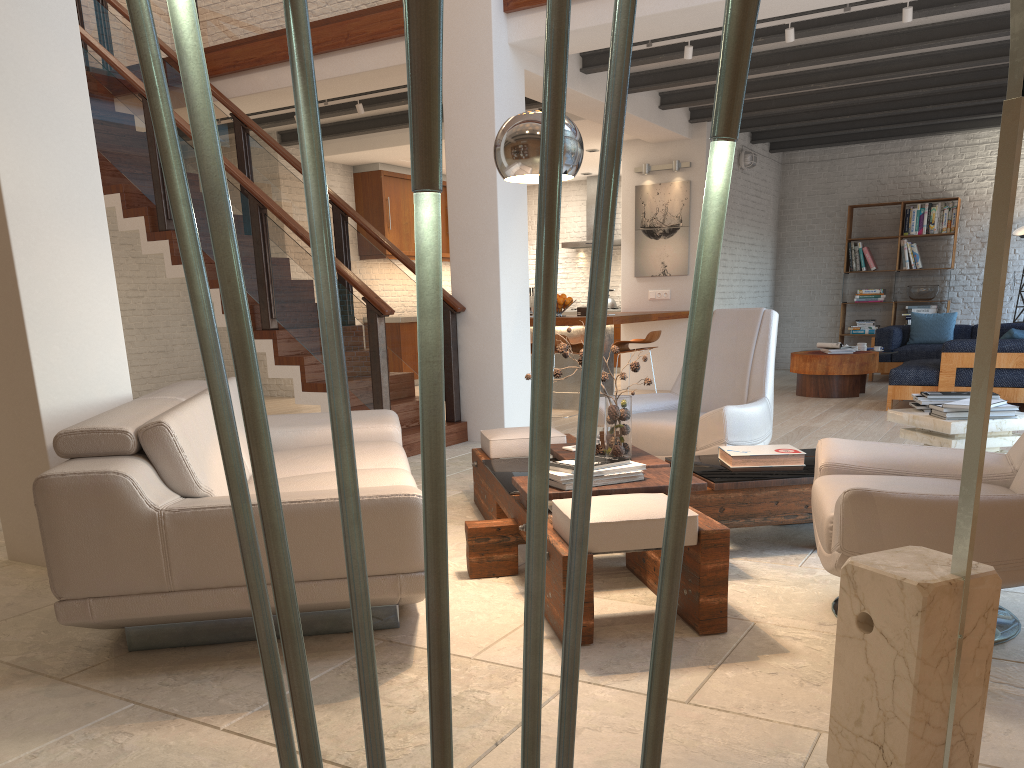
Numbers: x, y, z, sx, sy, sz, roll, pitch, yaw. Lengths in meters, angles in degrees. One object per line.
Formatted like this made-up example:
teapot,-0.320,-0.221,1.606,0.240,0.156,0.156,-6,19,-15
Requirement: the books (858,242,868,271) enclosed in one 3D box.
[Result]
books,4.765,-1.726,11.836,0.120,0.395,0.236,7,15,30

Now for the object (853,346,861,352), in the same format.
object,3.738,-0.385,9.510,0.146,0.058,0.169,1,7,20

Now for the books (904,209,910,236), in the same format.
books,5.218,-2.120,11.481,0.055,0.342,0.247,7,14,30

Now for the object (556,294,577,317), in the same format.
object,0.473,-0.796,8.793,0.366,0.230,0.351,-2,8,-4

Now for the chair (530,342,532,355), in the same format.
chair,-0.007,-0.101,8.673,0.401,0.804,0.409,6,15,30

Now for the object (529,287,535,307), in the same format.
object,0.355,-1.352,13.931,0.319,0.389,0.064,5,16,29

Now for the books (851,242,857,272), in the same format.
books,4.679,-1.731,11.898,0.090,0.399,0.236,7,15,30

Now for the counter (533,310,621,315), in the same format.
counter,0.370,-0.963,12.231,3.500,0.072,3.244,1,6,30

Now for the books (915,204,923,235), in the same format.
books,5.317,-2.144,11.401,0.036,0.398,0.236,7,15,30

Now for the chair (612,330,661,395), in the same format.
chair,1.253,-0.127,8.558,0.419,0.804,0.391,6,15,30

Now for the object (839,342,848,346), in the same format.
object,3.976,-0.451,10.325,0.191,0.094,0.183,-7,9,-34

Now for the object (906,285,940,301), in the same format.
object,5.463,-1.209,11.602,0.399,0.209,0.391,-4,8,-18

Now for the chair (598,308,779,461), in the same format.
chair,1.080,0.093,5.027,0.953,1.054,1.010,-11,14,-42

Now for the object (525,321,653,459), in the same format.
object,0.328,0.031,3.818,0.542,0.630,0.304,-1,13,1

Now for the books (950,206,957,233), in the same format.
books,5.697,-2.109,11.216,0.055,0.342,0.247,7,14,30

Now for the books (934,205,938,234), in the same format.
books,5.507,-2.126,11.301,0.020,0.372,0.264,7,15,30

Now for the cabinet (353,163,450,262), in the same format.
cabinet,-0.992,-2.364,12.613,0.458,1.204,3.252,7,10,30

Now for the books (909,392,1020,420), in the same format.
books,2.135,0.103,4.111,0.389,0.082,0.550,0,6,15

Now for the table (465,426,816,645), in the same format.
table,0.746,0.503,3.887,1.967,0.445,2.136,-3,6,-9

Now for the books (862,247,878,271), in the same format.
books,4.858,-1.695,11.818,0.193,0.330,0.247,6,14,30

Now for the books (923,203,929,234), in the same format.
books,5.396,-2.141,11.350,0.036,0.398,0.236,7,15,30

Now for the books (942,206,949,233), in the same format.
books,5.602,-2.109,11.246,0.055,0.342,0.247,7,14,30

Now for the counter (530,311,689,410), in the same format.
counter,0.833,-0.283,9.511,1.675,0.953,2.429,3,8,30

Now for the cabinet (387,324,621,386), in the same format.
cabinet,0.301,-1.534,12.527,4.777,2.941,2.184,-2,12,-5

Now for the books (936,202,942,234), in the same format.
books,5.539,-2.140,11.295,0.036,0.398,0.236,7,15,30

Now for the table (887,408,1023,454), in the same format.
table,2.172,0.391,4.237,0.494,0.523,0.478,-3,11,-9

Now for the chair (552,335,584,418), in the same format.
chair,0.458,-0.090,8.409,0.401,0.804,0.409,6,15,30

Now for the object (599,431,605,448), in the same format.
object,0.462,0.270,4.104,0.094,0.085,0.110,-1,9,2

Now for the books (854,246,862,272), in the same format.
books,4.733,-1.706,11.895,0.101,0.346,0.247,7,14,30

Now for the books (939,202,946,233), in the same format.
books,5.564,-2.138,11.266,0.036,0.398,0.236,7,15,30

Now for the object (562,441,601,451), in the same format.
object,0.377,0.289,4.188,0.271,0.036,0.240,-1,6,2

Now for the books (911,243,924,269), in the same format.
books,5.351,-1.685,11.510,0.157,0.341,0.247,6,14,30

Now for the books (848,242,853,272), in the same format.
books,4.643,-1.731,11.910,0.090,0.399,0.236,7,15,30

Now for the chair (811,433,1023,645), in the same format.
chair,1.510,0.290,2.811,0.982,1.035,0.991,1,11,15

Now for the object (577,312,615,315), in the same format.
object,0.801,-0.689,8.580,0.392,0.036,0.193,2,7,34

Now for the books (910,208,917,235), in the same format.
books,5.276,-2.117,11.427,0.055,0.342,0.247,7,14,30

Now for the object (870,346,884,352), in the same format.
object,4.118,-0.391,9.847,0.154,0.059,0.262,1,7,23

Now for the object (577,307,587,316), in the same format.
object,0.710,-0.720,8.672,0.093,0.085,0.111,-4,9,-14

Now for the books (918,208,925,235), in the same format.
books,5.366,-2.116,11.397,0.055,0.342,0.247,7,14,30

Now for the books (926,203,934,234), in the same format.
books,5.433,-2.141,11.340,0.036,0.398,0.236,7,15,30

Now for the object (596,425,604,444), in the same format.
object,0.432,0.245,4.238,0.091,0.088,0.088,-3,10,-10

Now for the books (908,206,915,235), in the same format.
books,5.250,-2.133,11.457,0.020,0.372,0.264,7,15,30

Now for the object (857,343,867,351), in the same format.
object,3.909,-0.403,9.750,0.106,0.112,0.106,-11,14,-43

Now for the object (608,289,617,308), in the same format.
object,1.429,-1.271,12.973,0.258,0.285,0.257,-10,13,-37

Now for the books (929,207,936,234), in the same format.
books,5.467,-2.111,11.312,0.055,0.342,0.247,7,14,30

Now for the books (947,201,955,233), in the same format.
books,5.645,-2.136,11.220,0.036,0.398,0.236,7,15,30

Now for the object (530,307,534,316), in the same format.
object,0.183,-0.736,8.870,0.090,0.088,0.088,4,11,27

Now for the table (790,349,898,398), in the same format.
table,3.681,-0.157,9.880,1.066,0.463,1.787,3,8,36
